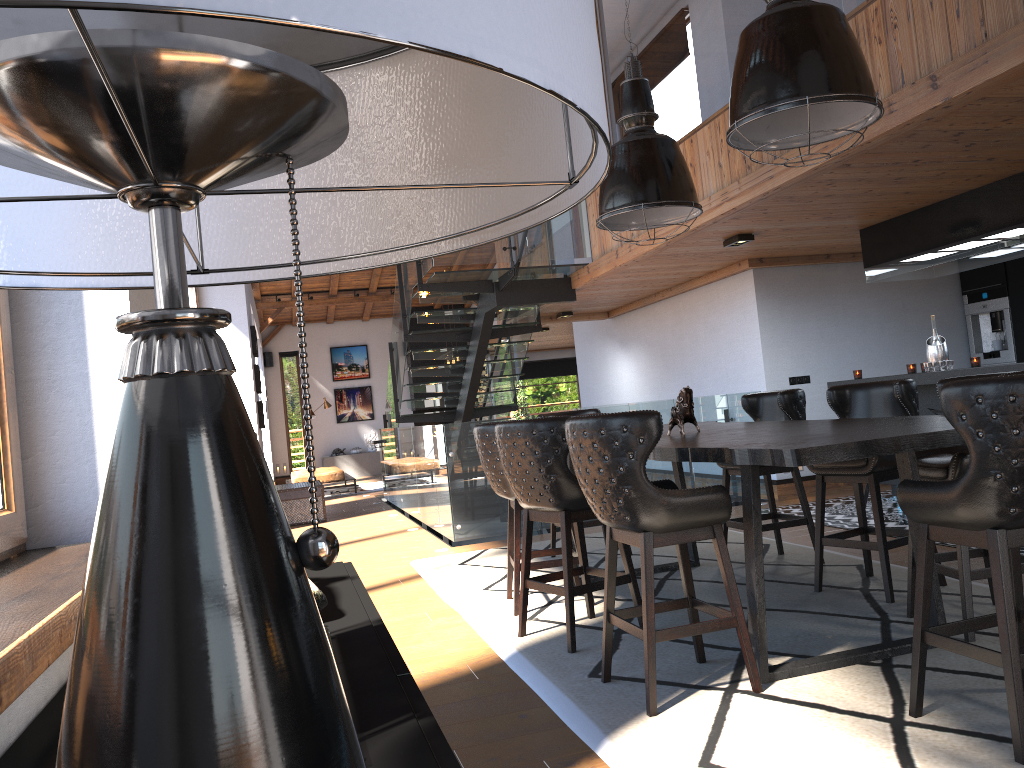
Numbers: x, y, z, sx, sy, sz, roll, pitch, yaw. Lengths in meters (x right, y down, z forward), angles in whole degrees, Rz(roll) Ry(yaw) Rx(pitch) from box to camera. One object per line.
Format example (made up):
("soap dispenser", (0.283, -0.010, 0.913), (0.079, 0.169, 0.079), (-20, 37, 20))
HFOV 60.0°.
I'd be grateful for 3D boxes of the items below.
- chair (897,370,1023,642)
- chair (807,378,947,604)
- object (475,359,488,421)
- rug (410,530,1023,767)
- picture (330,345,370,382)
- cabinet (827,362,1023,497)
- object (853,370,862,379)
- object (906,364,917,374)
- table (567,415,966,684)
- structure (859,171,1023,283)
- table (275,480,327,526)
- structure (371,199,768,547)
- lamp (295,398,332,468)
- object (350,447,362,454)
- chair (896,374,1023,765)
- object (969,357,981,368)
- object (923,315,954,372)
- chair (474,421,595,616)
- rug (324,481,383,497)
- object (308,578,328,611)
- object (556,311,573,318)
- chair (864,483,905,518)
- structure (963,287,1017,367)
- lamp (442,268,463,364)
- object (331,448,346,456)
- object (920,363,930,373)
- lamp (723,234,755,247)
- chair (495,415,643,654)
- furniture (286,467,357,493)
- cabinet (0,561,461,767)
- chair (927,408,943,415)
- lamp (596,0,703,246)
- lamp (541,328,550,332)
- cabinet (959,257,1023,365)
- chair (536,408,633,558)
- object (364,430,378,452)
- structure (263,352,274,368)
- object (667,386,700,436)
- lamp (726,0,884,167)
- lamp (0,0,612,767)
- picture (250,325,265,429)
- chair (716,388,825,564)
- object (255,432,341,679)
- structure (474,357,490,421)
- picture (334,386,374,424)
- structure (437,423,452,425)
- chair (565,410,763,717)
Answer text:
("chair", (2.039, 0.509, 3.870), (0.570, 1.092, 0.502), (-6, -2, -6))
("chair", (1.898, 0.539, 4.676), (0.574, 1.092, 0.498), (-4, -3, -31))
("object", (-0.757, 0.587, 21.661), (0.497, 2.613, 0.463), (-5, -2, -16))
("rug", (1.050, 1.185, 4.947), (2.568, 0.047, 5.592), (-5, -2, -15))
("picture", (-3.857, -0.499, 21.126), (0.885, 0.816, 0.035), (-5, -2, -16))
("cabinet", (3.965, 0.360, 5.930), (0.894, 1.104, 4.767), (-5, -2, -15))
("object", (3.120, -0.085, 7.997), (0.078, 0.081, 0.080), (-7, -2, 20))
("object", (3.320, -0.125, 7.362), (0.078, 0.081, 0.080), (-8, -3, 40))
("table", (1.025, 0.721, 4.640), (1.439, 0.950, 3.770), (-5, -2, -15))
("structure", (3.764, -1.226, 6.179), (0.715, 0.476, 3.228), (-5, -2, -15))
("table", (-2.834, 1.568, 11.703), (0.689, 0.470, 1.246), (-5, -2, -15))
("structure", (-2.081, 1.258, 9.245), (9.271, 6.401, 10.949), (-5, -2, -15))
("lamp", (-4.369, 1.257, 19.674), (0.526, 1.900, 1.325), (-6, -2, 6))
("object", (-3.660, 1.555, 20.777), (0.282, 0.161, 0.257), (-5, -2, -13))
("chair", (1.545, 0.515, 2.699), (0.507, 1.092, 0.564), (-5, -2, -16))
("object", (3.702, -0.174, 7.080), (0.078, 0.081, 0.080), (-8, -3, 40))
("object", (3.414, -0.329, 7.137), (0.227, 0.453, 0.223), (-5, -2, -15))
("chair", (0.112, 0.747, 5.103), (0.570, 1.092, 0.502), (-6, -2, -6))
("rug", (-2.297, 1.875, 16.726), (3.832, 0.053, 2.415), (-5, -2, -15))
("object", (-0.445, 0.243, 1.471), (0.494, 0.262, 0.182), (-8, -3, 43))
("object", (0.707, -0.935, 11.917), (0.156, 0.068, 0.259), (-5, -2, -15))
("chair", (3.146, 0.615, 7.212), (0.472, 0.840, 0.535), (-5, -2, -15))
("structure", (4.971, -0.492, 9.138), (0.257, 0.946, 0.593), (-5, -2, -15))
("lamp", (-1.380, -1.369, 18.912), (0.264, 2.202, 0.795), (-5, -3, -24))
("object", (-4.038, 1.579, 20.649), (0.401, 0.183, 0.228), (-7, -2, 28))
("object", (3.560, -0.142, 7.630), (0.078, 0.081, 0.080), (-8, -3, 40))
("lamp", (1.881, -1.198, 7.362), (0.156, 0.068, 0.259), (-5, -2, -15))
("chair", (0.252, 0.698, 4.298), (0.574, 1.092, 0.498), (-4, -3, -31))
("furniture", (-3.615, 1.814, 16.568), (1.183, 0.437, 2.740), (-5, -2, -15))
("cabinet", (-0.273, 0.668, 0.927), (0.405, 0.655, 1.854), (-5, -2, -15))
("chair", (3.375, 0.569, 6.498), (0.473, 0.840, 0.534), (-5, -2, -18))
("lamp", (0.571, -3.152, 5.247), (0.614, 4.687, 0.628), (-7, -3, 30))
("lamp", (0.624, -1.064, 17.352), (0.156, 0.068, 0.259), (-5, -2, -15))
("cabinet", (5.891, -0.468, 6.395), (0.547, 2.381, 6.385), (-5, -2, -15))
("chair", (0.496, 0.743, 6.551), (0.507, 1.092, 0.564), (-5, -2, -16))
("object", (-3.306, 1.338, 20.799), (0.421, 0.532, 0.262), (-8, -3, 43))
("structure", (-5.649, -0.565, 20.548), (0.215, 0.349, 0.212), (-5, -2, -15))
("object", (0.872, 0.138, 4.588), (0.114, 0.253, 0.223), (-8, -3, 38))
("lamp", (0.966, -3.240, 3.718), (0.614, 4.687, 0.628), (-7, -3, 30))
("lamp", (-0.176, -0.051, 0.453), (0.471, 0.726, 0.468), (-6, -2, -6))
("picture", (-3.342, -0.072, 11.652), (0.059, 1.313, 0.769), (-5, -2, -15))
("chair", (1.612, 0.597, 5.587), (0.572, 1.092, 0.500), (-5, -2, -16))
("object", (-0.273, 0.194, 0.949), (0.151, 0.288, 0.497), (-5, -2, -15))
("structure", (-0.749, 0.579, 21.655), (0.505, 2.618, 0.508), (-5, -2, -15))
("picture", (-3.755, 0.490, 21.084), (0.885, 0.816, 0.035), (-5, -2, -16))
("structure", (-1.693, 1.217, 21.210), (0.989, 0.514, 0.182), (-5, -2, -16))
("chair", (0.538, 0.640, 3.387), (0.572, 1.092, 0.500), (-5, -2, -16))
